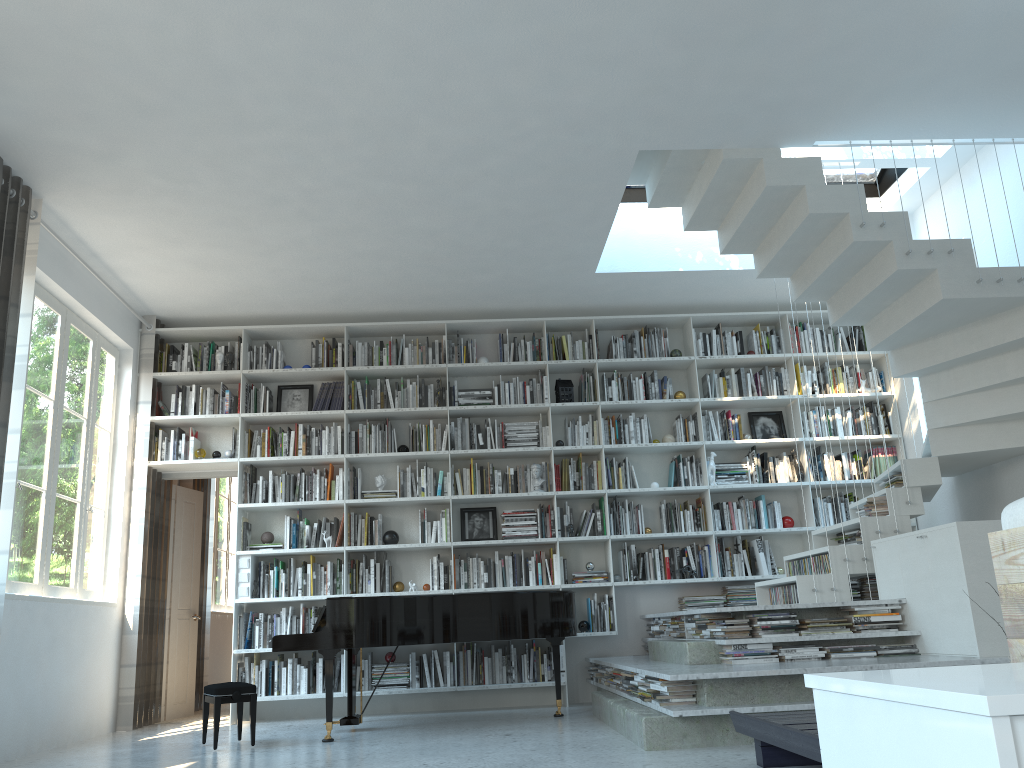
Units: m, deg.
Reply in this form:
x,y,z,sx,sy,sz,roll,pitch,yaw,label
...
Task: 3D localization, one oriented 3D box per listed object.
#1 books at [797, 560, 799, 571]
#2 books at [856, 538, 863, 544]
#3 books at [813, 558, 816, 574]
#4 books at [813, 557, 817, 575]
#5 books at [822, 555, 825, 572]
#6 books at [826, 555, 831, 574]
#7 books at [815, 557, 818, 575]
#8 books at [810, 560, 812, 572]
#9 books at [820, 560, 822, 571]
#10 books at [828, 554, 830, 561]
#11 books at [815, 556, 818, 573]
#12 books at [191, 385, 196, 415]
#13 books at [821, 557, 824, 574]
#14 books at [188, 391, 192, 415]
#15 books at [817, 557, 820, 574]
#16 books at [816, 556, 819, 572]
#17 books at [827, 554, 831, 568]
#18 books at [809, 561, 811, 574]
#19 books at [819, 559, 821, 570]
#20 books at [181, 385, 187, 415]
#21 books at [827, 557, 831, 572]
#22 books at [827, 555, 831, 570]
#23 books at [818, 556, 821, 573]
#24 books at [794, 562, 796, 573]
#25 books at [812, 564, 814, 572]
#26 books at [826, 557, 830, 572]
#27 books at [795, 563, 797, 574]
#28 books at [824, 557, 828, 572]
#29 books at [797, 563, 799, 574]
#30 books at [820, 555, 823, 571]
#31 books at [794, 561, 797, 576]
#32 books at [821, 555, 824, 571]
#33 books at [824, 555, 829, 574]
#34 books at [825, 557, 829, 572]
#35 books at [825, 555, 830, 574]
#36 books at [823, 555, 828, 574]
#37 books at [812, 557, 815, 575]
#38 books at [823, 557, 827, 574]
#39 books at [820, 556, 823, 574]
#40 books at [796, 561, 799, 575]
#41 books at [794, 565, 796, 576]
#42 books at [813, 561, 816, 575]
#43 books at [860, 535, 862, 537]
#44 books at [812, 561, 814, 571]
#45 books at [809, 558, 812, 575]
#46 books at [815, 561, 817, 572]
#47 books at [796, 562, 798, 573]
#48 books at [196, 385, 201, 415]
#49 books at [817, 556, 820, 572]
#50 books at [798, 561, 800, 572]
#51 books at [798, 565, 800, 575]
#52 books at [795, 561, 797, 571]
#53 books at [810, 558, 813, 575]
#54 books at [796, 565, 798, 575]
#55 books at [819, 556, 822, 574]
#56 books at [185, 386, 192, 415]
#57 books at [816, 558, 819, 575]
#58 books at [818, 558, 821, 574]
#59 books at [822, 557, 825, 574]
x,y,z,sx,sy,sz,roll,pitch,yaw,label
2.057,1.290,6.178,0.125,0.125,0.008,-2,-15,-3,books
2.367,1.033,5.859,0.172,0.019,0.240,-9,-17,21,books
2.072,1.210,5.894,0.125,0.125,0.012,-2,-15,-3,books
2.072,1.208,5.884,0.125,0.125,0.018,-2,-15,-3,books
2.080,1.168,5.743,0.125,0.125,0.008,-2,-15,-3,books
2.083,1.149,5.670,0.125,0.123,0.036,-2,-15,-3,books
2.073,1.201,5.863,0.125,0.125,0.007,-2,-15,-3,books
2.069,1.227,5.954,0.125,0.125,0.011,-2,-15,-3,books
2.077,1.180,5.787,0.125,0.125,0.010,-2,-15,-3,books
2.085,1.140,5.639,0.125,0.123,0.034,-2,-15,-3,books
2.074,1.199,5.855,0.125,0.125,0.008,-2,-15,-3,books
-2.624,0.166,7.369,0.021,0.285,0.179,-2,-15,-3,books
2.078,1.174,5.765,0.125,0.125,0.008,-2,-15,-3,books
-2.657,0.197,7.386,0.024,0.238,0.156,-2,-15,-3,books
2.075,1.192,5.830,0.125,0.125,0.009,-2,-15,-3,books
2.075,1.195,5.839,0.125,0.125,0.010,-2,-15,-3,books
2.085,1.143,5.647,0.125,0.123,0.036,-2,-15,-3,books
2.068,1.232,5.973,0.125,0.125,0.013,-2,-15,-3,books
2.077,1.184,5.801,0.125,0.125,0.008,-2,-15,-3,books
-2.708,0.172,7.368,0.023,0.281,0.186,-2,-15,-3,books
2.084,1.147,5.663,0.125,0.123,0.035,-2,-15,-3,books
2.084,1.145,5.655,0.125,0.123,0.034,-2,-15,-3,books
2.076,1.186,5.808,0.125,0.125,0.008,-2,-15,-3,books
2.054,1.307,6.238,0.125,0.125,0.007,-2,-15,-3,books
2.070,1.221,5.933,0.125,0.125,0.016,-2,-15,-3,books
2.083,1.151,5.677,0.125,0.123,0.035,-2,-15,-3,books
2.055,1.303,6.223,0.125,0.125,0.009,-2,-15,-3,books
2.081,1.160,5.708,0.125,0.123,0.035,-2,-15,-3,books
2.057,1.292,6.186,0.125,0.125,0.008,-2,-15,-3,books
2.078,1.176,5.772,0.125,0.125,0.008,-2,-15,-3,books
2.054,1.305,6.230,0.125,0.125,0.009,-2,-15,-3,books
2.079,1.172,5.757,0.125,0.125,0.008,-2,-15,-3,books
2.082,1.157,5.700,0.125,0.122,0.037,-2,-15,-3,books
2.082,1.155,5.692,0.125,0.123,0.034,-2,-15,-3,books
2.083,1.153,5.685,0.125,0.123,0.034,-2,-15,-3,books
2.081,1.162,5.716,0.125,0.123,0.034,-2,-15,-3,books
2.071,1.215,5.911,0.125,0.125,0.009,-2,-15,-3,books
2.080,1.165,5.733,0.125,0.125,0.011,-2,-15,-3,books
2.078,1.178,5.781,0.125,0.125,0.010,-2,-15,-3,books
2.056,1.294,6.193,0.125,0.125,0.008,-2,-15,-3,books
2.054,1.309,6.247,0.125,0.125,0.010,-2,-15,-3,books
2.071,1.213,5.903,0.125,0.125,0.007,-2,-15,-3,books
2.388,1.000,5.861,0.141,0.028,0.223,-7,-16,15,books
2.070,1.217,5.919,0.125,0.125,0.013,-2,-15,-3,books
2.068,1.230,5.964,0.125,0.125,0.009,-2,-15,-3,books
2.073,1.204,5.871,0.125,0.125,0.009,-2,-15,-3,books
2.056,1.296,6.201,0.125,0.125,0.008,-2,-15,-3,books
-2.596,0.168,7.391,0.037,0.291,0.156,-2,-15,-3,books
2.075,1.190,5.822,0.125,0.125,0.007,-2,-15,-3,books
2.058,1.286,6.163,0.125,0.125,0.007,-2,-15,-3,books
2.057,1.288,6.170,0.125,0.125,0.007,-2,-15,-3,books
2.055,1.300,6.215,0.125,0.125,0.007,-2,-15,-3,books
2.069,1.224,5.944,0.125,0.125,0.009,-2,-15,-3,books
2.056,1.298,6.208,0.125,0.125,0.008,-2,-15,-3,books
2.077,1.182,5.795,0.125,0.125,0.009,-2,-15,-3,books
-2.684,0.174,7.392,0.028,0.287,0.133,-2,-15,-3,books
2.074,1.197,5.848,0.125,0.125,0.008,-2,-15,-3,books
2.076,1.188,5.815,0.125,0.125,0.007,-2,-15,-3,books
2.079,1.170,5.750,0.125,0.125,0.007,-2,-15,-3,books
